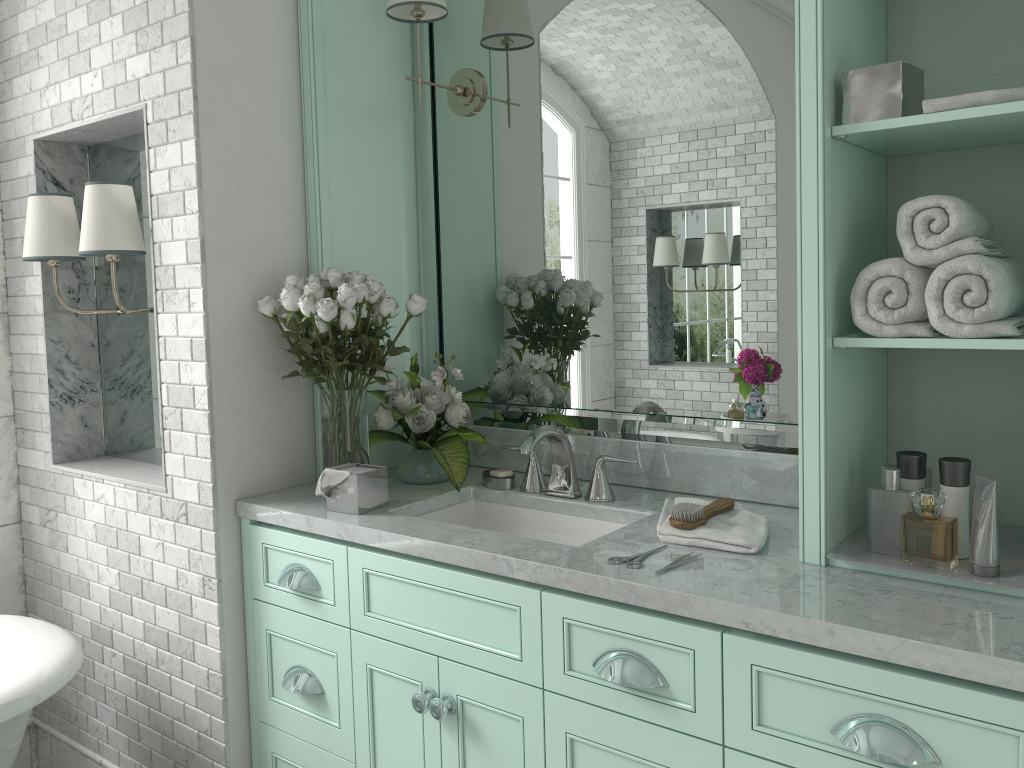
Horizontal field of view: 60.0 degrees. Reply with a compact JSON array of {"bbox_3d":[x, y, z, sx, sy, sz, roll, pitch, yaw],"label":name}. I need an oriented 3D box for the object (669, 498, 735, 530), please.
[{"bbox_3d":[0.446,0.288,2.038,0.229,0.044,0.068,-7,7,-43],"label":"object"}]

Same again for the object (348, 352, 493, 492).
[{"bbox_3d":[-0.262,0.098,2.676,0.452,0.401,0.395,2,6,39],"label":"object"}]

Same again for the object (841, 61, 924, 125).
[{"bbox_3d":[0.729,-0.561,1.741,0.118,0.105,0.122,3,7,43],"label":"object"}]

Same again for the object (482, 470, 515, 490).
[{"bbox_3d":[-0.039,0.278,2.584,0.080,0.035,0.134,-5,7,-34],"label":"object"}]

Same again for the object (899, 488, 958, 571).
[{"bbox_3d":[0.793,0.272,1.689,0.093,0.147,0.063,2,6,43],"label":"object"}]

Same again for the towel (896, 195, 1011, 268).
[{"bbox_3d":[0.874,-0.301,1.759,0.168,0.142,0.299,2,7,38],"label":"towel"}]

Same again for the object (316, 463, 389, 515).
[{"bbox_3d":[-0.429,0.275,2.349,0.136,0.112,0.147,2,6,34],"label":"object"}]

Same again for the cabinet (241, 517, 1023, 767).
[{"bbox_3d":[0.588,0.933,1.963,2.799,1.095,0.865,3,6,38],"label":"cabinet"}]

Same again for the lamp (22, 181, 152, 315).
[{"bbox_3d":[-1.280,-0.409,2.767,0.548,0.382,0.309,2,6,38],"label":"lamp"}]

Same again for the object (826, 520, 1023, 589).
[{"bbox_3d":[0.884,0.328,1.800,0.350,0.008,0.439,3,7,38],"label":"object"}]

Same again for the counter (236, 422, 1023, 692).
[{"bbox_3d":[0.582,0.299,1.940,2.808,0.181,0.826,3,7,38],"label":"counter"}]

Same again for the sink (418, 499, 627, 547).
[{"bbox_3d":[0.015,0.397,2.274,0.603,0.079,0.347,3,7,38],"label":"sink"}]

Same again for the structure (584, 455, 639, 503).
[{"bbox_3d":[0.269,0.249,2.365,0.157,0.121,0.083,0,5,22],"label":"structure"}]

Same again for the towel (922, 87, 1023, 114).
[{"bbox_3d":[0.933,-0.527,1.685,0.239,0.055,0.318,2,7,34],"label":"towel"}]

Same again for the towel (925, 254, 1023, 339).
[{"bbox_3d":[0.915,-0.172,1.716,0.160,0.159,0.305,2,7,38],"label":"towel"}]

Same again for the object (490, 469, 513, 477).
[{"bbox_3d":[-0.031,0.259,2.566,0.052,0.022,0.077,-5,7,-31],"label":"object"}]

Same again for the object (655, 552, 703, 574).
[{"bbox_3d":[0.337,0.362,1.801,0.020,0.005,0.168,4,8,42],"label":"object"}]

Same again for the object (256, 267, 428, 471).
[{"bbox_3d":[-0.478,-0.002,2.505,0.392,0.652,0.356,-5,5,-40],"label":"object"}]

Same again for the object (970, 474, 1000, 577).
[{"bbox_3d":[0.868,0.260,1.626,0.050,0.179,0.050,1,5,40],"label":"object"}]

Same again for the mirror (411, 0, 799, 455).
[{"bbox_3d":[0.246,-0.809,2.503,1.436,1.928,0.015,2,5,38],"label":"mirror"}]

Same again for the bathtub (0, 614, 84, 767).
[{"bbox_3d":[-2.011,1.190,1.844,0.942,0.756,2.171,2,7,38],"label":"bathtub"}]

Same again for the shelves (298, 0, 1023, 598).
[{"bbox_3d":[0.625,-0.722,1.962,2.810,2.118,0.466,2,5,38],"label":"shelves"}]

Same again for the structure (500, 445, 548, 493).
[{"bbox_3d":[0.028,0.239,2.527,0.157,0.121,0.083,0,5,22],"label":"structure"}]

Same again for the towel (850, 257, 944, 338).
[{"bbox_3d":[0.808,-0.179,1.804,0.153,0.162,0.312,2,6,38],"label":"towel"}]

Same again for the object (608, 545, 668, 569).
[{"bbox_3d":[0.264,0.358,1.867,0.075,0.007,0.176,2,7,30],"label":"object"}]

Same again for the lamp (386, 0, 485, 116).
[{"bbox_3d":[-0.242,-1.066,2.680,0.183,0.486,0.309,1,5,37],"label":"lamp"}]

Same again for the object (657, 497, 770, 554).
[{"bbox_3d":[0.448,0.319,2.018,0.317,0.055,0.240,2,7,34],"label":"object"}]

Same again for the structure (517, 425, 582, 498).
[{"bbox_3d":[0.108,0.210,2.373,0.103,0.204,0.235,0,5,27],"label":"structure"}]

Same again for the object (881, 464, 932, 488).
[{"bbox_3d":[0.830,0.250,1.865,0.093,0.151,0.035,2,5,41],"label":"object"}]

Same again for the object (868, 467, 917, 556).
[{"bbox_3d":[0.759,0.253,1.769,0.093,0.169,0.035,2,5,38],"label":"object"}]
